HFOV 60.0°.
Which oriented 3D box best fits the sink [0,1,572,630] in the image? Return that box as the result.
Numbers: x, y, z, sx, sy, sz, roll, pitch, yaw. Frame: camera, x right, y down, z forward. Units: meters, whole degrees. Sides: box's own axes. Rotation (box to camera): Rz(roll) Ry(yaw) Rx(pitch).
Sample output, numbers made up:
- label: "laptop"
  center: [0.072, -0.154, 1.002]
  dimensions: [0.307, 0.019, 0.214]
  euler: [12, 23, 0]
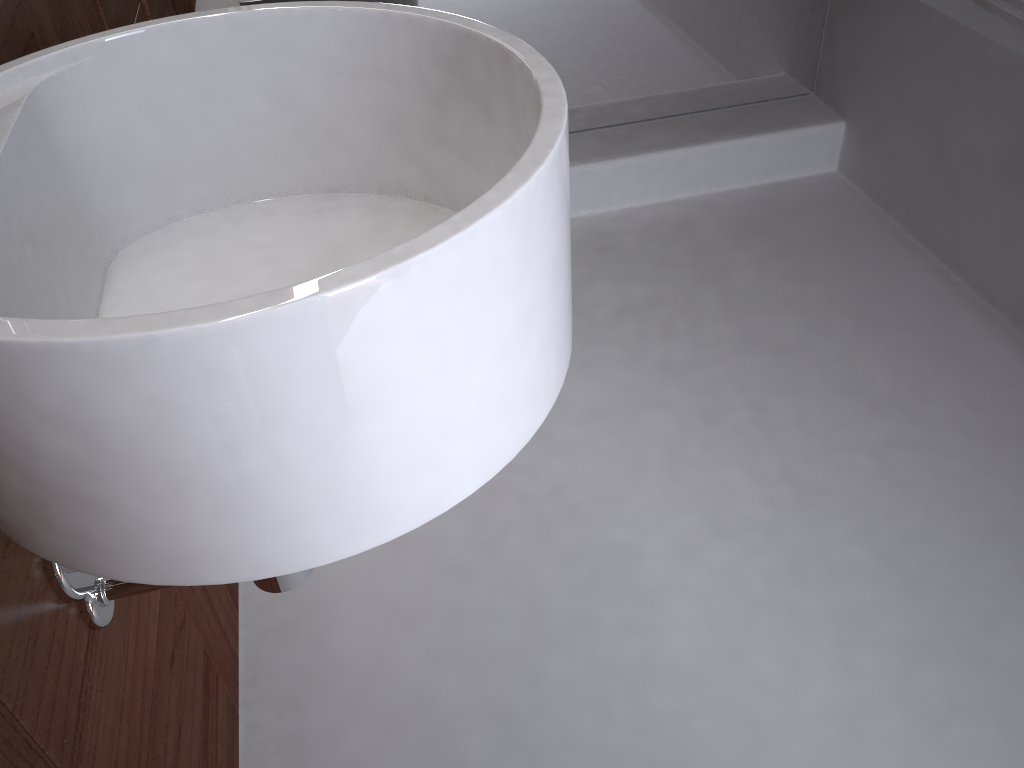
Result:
- label: "sink"
  center: [-0.173, -0.110, 0.554]
  dimensions: [0.417, 0.715, 0.415]
  euler: [-11, 41, -8]

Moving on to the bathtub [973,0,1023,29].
- label: "bathtub"
  center: [1.448, -0.391, 1.547]
  dimensions: [0.881, 0.424, 1.683]
  euler: [-11, 41, -8]

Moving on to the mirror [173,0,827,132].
- label: "mirror"
  center: [-0.015, -1.414, 1.406]
  dimensions: [1.433, 2.183, 0.019]
  euler: [-11, 41, -8]
